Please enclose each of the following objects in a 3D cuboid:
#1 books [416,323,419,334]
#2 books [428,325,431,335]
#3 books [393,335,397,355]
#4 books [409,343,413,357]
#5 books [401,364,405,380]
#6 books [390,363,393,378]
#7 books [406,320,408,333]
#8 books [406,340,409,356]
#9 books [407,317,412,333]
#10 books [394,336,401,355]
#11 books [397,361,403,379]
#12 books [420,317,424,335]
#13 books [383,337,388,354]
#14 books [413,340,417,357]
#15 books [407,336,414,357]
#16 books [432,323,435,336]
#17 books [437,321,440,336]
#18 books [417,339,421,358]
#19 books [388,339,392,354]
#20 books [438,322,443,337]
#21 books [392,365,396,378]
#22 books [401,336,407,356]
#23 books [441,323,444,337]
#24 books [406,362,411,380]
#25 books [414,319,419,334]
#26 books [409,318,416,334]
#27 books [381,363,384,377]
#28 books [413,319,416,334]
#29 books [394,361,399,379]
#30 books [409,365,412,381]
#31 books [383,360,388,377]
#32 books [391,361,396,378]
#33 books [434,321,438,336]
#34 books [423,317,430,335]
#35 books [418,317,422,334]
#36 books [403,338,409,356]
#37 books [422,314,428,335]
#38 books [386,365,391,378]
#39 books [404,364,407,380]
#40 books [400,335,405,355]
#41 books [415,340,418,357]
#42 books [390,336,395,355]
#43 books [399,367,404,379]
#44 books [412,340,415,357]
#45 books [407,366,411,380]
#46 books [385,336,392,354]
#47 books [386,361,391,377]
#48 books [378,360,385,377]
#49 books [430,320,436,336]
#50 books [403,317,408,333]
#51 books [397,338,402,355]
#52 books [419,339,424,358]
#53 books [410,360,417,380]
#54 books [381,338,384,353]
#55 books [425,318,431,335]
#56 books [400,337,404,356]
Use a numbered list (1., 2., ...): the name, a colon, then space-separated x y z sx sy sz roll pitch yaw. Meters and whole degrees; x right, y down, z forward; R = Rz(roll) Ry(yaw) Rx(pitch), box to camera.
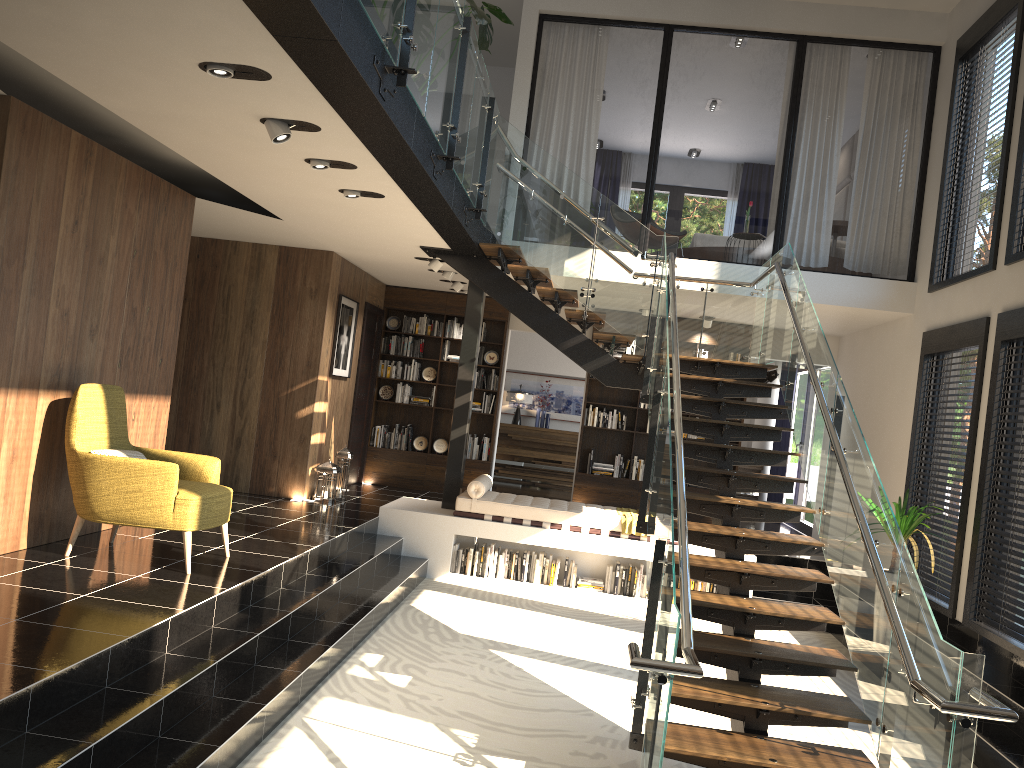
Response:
1. books: -1.265 -0.746 12.044 0.035 0.156 0.186 7 -1 5
2. books: -1.111 -0.723 12.056 0.040 0.149 0.126 7 -1 5
3. books: -1.575 -0.523 12.046 0.022 0.267 0.198 7 -1 5
4. books: -1.353 -0.457 12.016 0.025 0.188 0.181 7 -1 5
5. books: -1.458 -0.166 12.053 0.053 0.216 0.151 7 -1 5
6. books: -1.632 -0.182 12.090 0.018 0.208 0.126 7 -1 5
7. books: -1.412 -0.775 12.075 0.020 0.180 0.153 7 -1 5
8. books: -1.405 -0.479 12.047 0.024 0.220 0.123 7 -1 5
9. books: -1.389 -0.794 12.053 0.026 0.222 0.202 7 -1 5
10. books: -1.551 -0.517 12.049 0.027 0.260 0.181 7 -1 5
11. books: -1.523 -0.185 12.039 0.026 0.237 0.164 7 -1 5
12. books: -1.194 -0.780 12.008 0.025 0.239 0.220 7 -1 5
13. books: -1.723 -0.522 12.069 0.023 0.231 0.143 7 -1 5
14. books: -1.302 -0.472 12.035 0.014 0.230 0.172 7 -1 5
15. books: -1.375 -0.502 12.030 0.033 0.273 0.189 7 -1 5
16. books: -1.049 -0.729 12.007 0.029 0.172 0.187 7 -1 5
17. books: -0.985 -0.741 12.014 0.039 0.212 0.172 7 -1 5
18. books: -1.256 -0.482 12.041 0.025 0.263 0.147 7 -1 5
19. books: -1.636 -0.499 12.055 0.025 0.204 0.192 7 -1 5
20. books: -0.956 -0.733 11.997 0.023 0.202 0.201 7 -1 5
21. books: -1.591 -0.164 12.051 0.035 0.180 0.165 7 -1 5
22. books: -1.457 -0.508 12.029 0.019 0.264 0.175 7 -1 5
23. books: -0.930 -0.725 12.028 0.024 0.194 0.182 7 -1 5
24. books: -1.405 -0.174 12.041 0.020 0.243 0.154 7 -1 5
25. books: -1.290 -0.772 12.075 0.025 0.203 0.156 7 -1 5
26. books: -1.346 -0.786 12.056 0.059 0.216 0.159 7 -1 5
27. books: -1.743 -0.188 12.080 0.045 0.192 0.164 7 -1 5
28. books: -1.310 -0.779 12.059 0.014 0.212 0.184 7 -1 5
29. books: -1.552 -0.186 12.062 0.036 0.235 0.170 7 -1 5
30. books: -1.357 -0.153 12.049 0.027 0.214 0.159 7 -1 5
31. books: -1.710 -0.206 12.048 0.022 0.235 0.194 7 -1 5
32. books: -1.613 -0.194 12.081 0.019 0.236 0.139 7 -1 5
33. books: -1.017 -0.744 12.024 0.027 0.212 0.180 7 -1 5
34. books: -1.157 -0.778 12.029 0.020 0.245 0.228 7 -1 5
35. books: -1.226 -0.779 12.023 0.039 0.230 0.205 7 -1 5
36. books: -1.430 -0.499 12.053 0.032 0.255 0.160 7 -1 5
37. books: -1.173 -0.797 12.006 0.012 0.278 0.228 7 -1 5
38. books: -1.664 -0.167 12.071 0.037 0.169 0.148 7 -1 5
39. books: -1.427 -0.158 12.016 0.016 0.205 0.205 7 -1 5
40. books: -1.489 -0.523 12.054 0.015 0.287 0.154 7 -1 5
41. books: -1.282 -0.475 12.038 0.024 0.242 0.144 7 -1 5
42. books: -1.603 -0.520 12.052 0.035 0.255 0.183 7 -1 5
43. books: -1.500 -0.146 12.049 0.026 0.167 0.173 7 -1 5
44. books: -1.321 -0.479 12.049 0.028 0.240 0.148 7 -1 5
45. books: -1.387 -0.147 12.027 0.025 0.193 0.172 7 -1 5
46. books: -1.675 -0.528 12.085 0.066 0.255 0.127 7 -1 5
47. books: -1.686 -0.201 12.093 0.018 0.232 0.123 7 -1 5
48. books: -1.777 -0.208 12.089 0.030 0.224 0.166 7 -1 5
49. books: -1.073 -0.754 12.043 0.030 0.217 0.165 7 -1 5
50. books: -1.436 -0.797 12.032 0.024 0.216 0.210 7 -1 5
51. books: -1.521 -0.505 12.026 0.039 0.243 0.179 7 -1 5
52. books: -1.226 -0.481 12.039 0.035 0.266 0.133 7 -1 5
53. books: -1.333 -0.186 12.023 0.018 0.284 0.198 7 -1 5
54. books: -1.744 -0.516 12.090 0.023 0.215 0.148 7 -1 5
55. books: -1.137 -0.770 12.037 0.020 0.235 0.206 7 -1 5
56. books: -1.475 -0.505 12.050 0.018 0.256 0.172 7 -1 5
